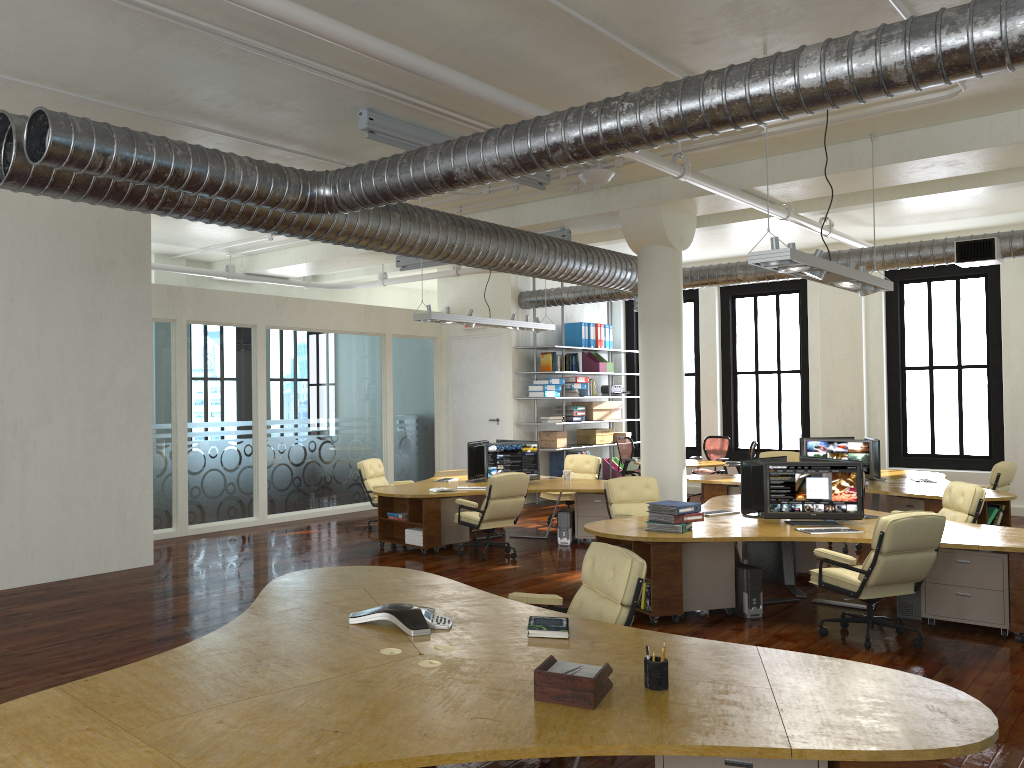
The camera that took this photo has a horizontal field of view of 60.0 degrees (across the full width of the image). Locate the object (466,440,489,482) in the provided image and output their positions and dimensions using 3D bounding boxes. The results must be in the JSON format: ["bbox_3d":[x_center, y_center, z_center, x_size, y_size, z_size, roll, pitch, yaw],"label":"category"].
[{"bbox_3d":[-0.464,1.064,12.274,0.314,0.552,0.746,-1,-1,21],"label":"object"}]

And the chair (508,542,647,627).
[{"bbox_3d":[0.307,1.455,5.140,0.760,1.021,0.737,-1,-1,-11],"label":"chair"}]

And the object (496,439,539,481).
[{"bbox_3d":[0.081,1.059,12.350,0.263,0.552,0.888,0,-1,-42],"label":"object"}]

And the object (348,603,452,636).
[{"bbox_3d":[-0.546,1.181,4.580,0.568,0.093,0.392,-1,-1,34],"label":"object"}]

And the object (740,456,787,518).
[{"bbox_3d":[2.399,0.976,8.435,0.731,0.552,0.320,0,-1,-40],"label":"object"}]

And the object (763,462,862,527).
[{"bbox_3d":[2.658,0.964,7.834,0.832,0.552,0.282,-1,-1,8],"label":"object"}]

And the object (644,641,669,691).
[{"bbox_3d":[0.570,1.110,3.505,0.080,0.185,0.097,0,-1,-42],"label":"object"}]

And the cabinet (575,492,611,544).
[{"bbox_3d":[1.315,1.696,11.540,0.947,0.709,0.830,-1,-1,17],"label":"cabinet"}]

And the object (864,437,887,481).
[{"bbox_3d":[4.825,1.001,11.862,0.306,0.552,0.767,-1,-1,10],"label":"object"}]

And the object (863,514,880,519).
[{"bbox_3d":[3.242,1.235,8.406,0.215,0.016,0.505,0,-1,-24],"label":"object"}]

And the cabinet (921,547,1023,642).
[{"bbox_3d":[3.881,1.602,7.125,0.979,0.709,0.799,-1,-1,39],"label":"cabinet"}]

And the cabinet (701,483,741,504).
[{"bbox_3d":[3.121,1.688,12.300,0.940,0.709,0.837,-1,-1,14],"label":"cabinet"}]

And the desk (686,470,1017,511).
[{"bbox_3d":[4.810,1.647,12.042,4.278,0.734,3.162,-1,-1,45],"label":"desk"}]

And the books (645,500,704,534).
[{"bbox_3d":[1.356,1.139,7.630,0.416,0.227,0.455,0,-1,-40],"label":"books"}]

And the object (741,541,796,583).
[{"bbox_3d":[2.610,1.794,9.044,0.502,0.411,0.172,-1,-1,13],"label":"object"}]

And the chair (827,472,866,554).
[{"bbox_3d":[3.857,1.500,10.784,0.746,1.021,0.750,-1,-1,9],"label":"chair"}]

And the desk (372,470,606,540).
[{"bbox_3d":[-0.238,1.709,12.495,3.769,0.734,3.620,0,-1,-12],"label":"desk"}]

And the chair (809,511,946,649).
[{"bbox_3d":[2.782,1.453,6.808,0.666,1.021,0.838,0,-1,-27],"label":"chair"}]

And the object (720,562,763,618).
[{"bbox_3d":[1.952,1.782,7.760,0.169,0.411,0.510,0,-1,-24],"label":"object"}]

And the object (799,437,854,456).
[{"bbox_3d":[4.359,1.012,12.277,0.790,0.552,0.297,-1,-1,-7],"label":"object"}]

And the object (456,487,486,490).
[{"bbox_3d":[-0.463,1.317,11.198,0.490,0.016,0.222,-1,-1,8],"label":"object"}]

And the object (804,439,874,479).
[{"bbox_3d":[4.296,1.004,11.687,0.887,0.552,0.264,-1,-1,35],"label":"object"}]

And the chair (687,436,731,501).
[{"bbox_3d":[3.552,1.512,15.791,0.687,1.158,0.797,0,-1,-42],"label":"chair"}]

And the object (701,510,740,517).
[{"bbox_3d":[1.969,1.252,8.626,0.433,0.016,0.250,0,-1,-35],"label":"object"}]

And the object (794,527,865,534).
[{"bbox_3d":[2.655,1.227,7.429,0.465,0.016,0.234,-1,-1,-8],"label":"object"}]

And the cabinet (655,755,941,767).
[{"bbox_3d":[1.036,1.579,3.464,0.942,0.709,0.835,-1,-1,15],"label":"cabinet"}]

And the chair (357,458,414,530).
[{"bbox_3d":[-1.767,1.591,12.760,0.844,1.021,0.660,-1,-1,24],"label":"chair"}]

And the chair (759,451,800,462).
[{"bbox_3d":[4.091,1.536,13.330,0.757,1.021,0.738,-1,-1,14],"label":"chair"}]

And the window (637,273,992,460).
[{"bbox_3d":[0.698,0.621,0.795,78.260,14.082,43.297,-1,-1,24],"label":"window"}]

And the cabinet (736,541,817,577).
[{"bbox_3d":[2.792,1.650,9.530,0.922,0.709,0.854,-1,-1,9],"label":"cabinet"}]

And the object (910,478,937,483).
[{"bbox_3d":[5.392,1.259,11.629,0.245,0.016,0.445,-1,-1,17],"label":"object"}]

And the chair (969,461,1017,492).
[{"bbox_3d":[5.950,1.486,11.365,0.859,1.021,0.647,-2,-1,44],"label":"chair"}]

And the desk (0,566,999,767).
[{"bbox_3d":[-0.010,1.577,3.847,3.719,0.734,3.659,-1,-1,16],"label":"desk"}]

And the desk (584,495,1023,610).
[{"bbox_3d":[2.702,1.618,8.528,4.062,0.734,3.356,-1,-1,11],"label":"desk"}]

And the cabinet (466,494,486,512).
[{"bbox_3d":[-0.563,1.746,13.530,0.855,0.709,0.922,0,-1,-13],"label":"cabinet"}]

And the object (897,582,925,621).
[{"bbox_3d":[3.457,1.763,7.596,0.199,0.411,0.433,-2,-1,39],"label":"object"}]

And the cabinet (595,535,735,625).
[{"bbox_3d":[1.359,1.640,7.800,0.838,0.709,0.938,0,-1,-21],"label":"cabinet"}]

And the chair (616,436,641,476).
[{"bbox_3d":[2.266,1.527,15.876,0.837,1.158,0.654,-2,-1,43],"label":"chair"}]

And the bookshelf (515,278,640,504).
[{"bbox_3d":[1.356,-0.010,16.628,0.724,4.603,3.255,-2,-1,38],"label":"bookshelf"}]

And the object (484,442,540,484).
[{"bbox_3d":[0.012,1.052,11.787,0.764,0.552,0.307,0,-1,-17],"label":"object"}]

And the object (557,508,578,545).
[{"bbox_3d":[0.721,1.852,11.565,0.192,0.411,0.449,-1,-1,16],"label":"object"}]

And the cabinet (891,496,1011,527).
[{"bbox_3d":[5.074,1.638,10.377,0.847,0.709,0.930,0,-1,-16],"label":"cabinet"}]

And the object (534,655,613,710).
[{"bbox_3d":[0.242,1.143,3.449,0.245,0.116,0.285,-1,-1,23],"label":"object"}]

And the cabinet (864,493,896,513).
[{"bbox_3d":[5.492,1.668,12.697,0.974,0.709,0.802,-2,-1,44],"label":"cabinet"}]

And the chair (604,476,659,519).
[{"bbox_3d":[1.428,1.505,9.320,0.675,1.021,0.828,0,-1,-22],"label":"chair"}]

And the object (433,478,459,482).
[{"bbox_3d":[-0.928,1.340,12.415,0.245,0.016,0.445,-1,-1,17],"label":"object"}]

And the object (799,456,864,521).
[{"bbox_3d":[2.973,0.967,8.267,0.277,0.552,0.848,0,-1,-20],"label":"object"}]

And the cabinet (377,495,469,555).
[{"bbox_3d":[-1.092,1.718,11.253,0.803,0.709,0.973,0,-1,-43],"label":"cabinet"}]

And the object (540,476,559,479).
[{"bbox_3d":[0.413,1.330,12.720,0.523,0.016,0.207,-1,-1,44],"label":"object"}]

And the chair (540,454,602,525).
[{"bbox_3d":[0.862,1.569,13.187,0.706,1.021,0.787,0,-1,-41],"label":"chair"}]

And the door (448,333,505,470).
[{"bbox_3d":[-0.646,0.625,16.110,1.363,3.030,0.087,-2,-1,40],"label":"door"}]

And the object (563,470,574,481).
[{"bbox_3d":[0.776,1.263,12.247,0.139,0.131,0.111,-1,-1,-9],"label":"object"}]

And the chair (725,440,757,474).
[{"bbox_3d":[0.001,1.543,15.286,8.241,1.158,0.905,-1,-1,12],"label":"chair"}]

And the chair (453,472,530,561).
[{"bbox_3d":[-0.254,1.542,10.559,0.648,1.021,0.857,0,-1,-41],"label":"chair"}]

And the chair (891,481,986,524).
[{"bbox_3d":[4.095,1.466,8.684,0.813,1.021,0.688,-1,-1,10],"label":"chair"}]

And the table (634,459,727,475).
[{"bbox_3d":[2.882,1.716,15.225,1.380,0.745,1.586,0,-1,-25],"label":"table"}]
